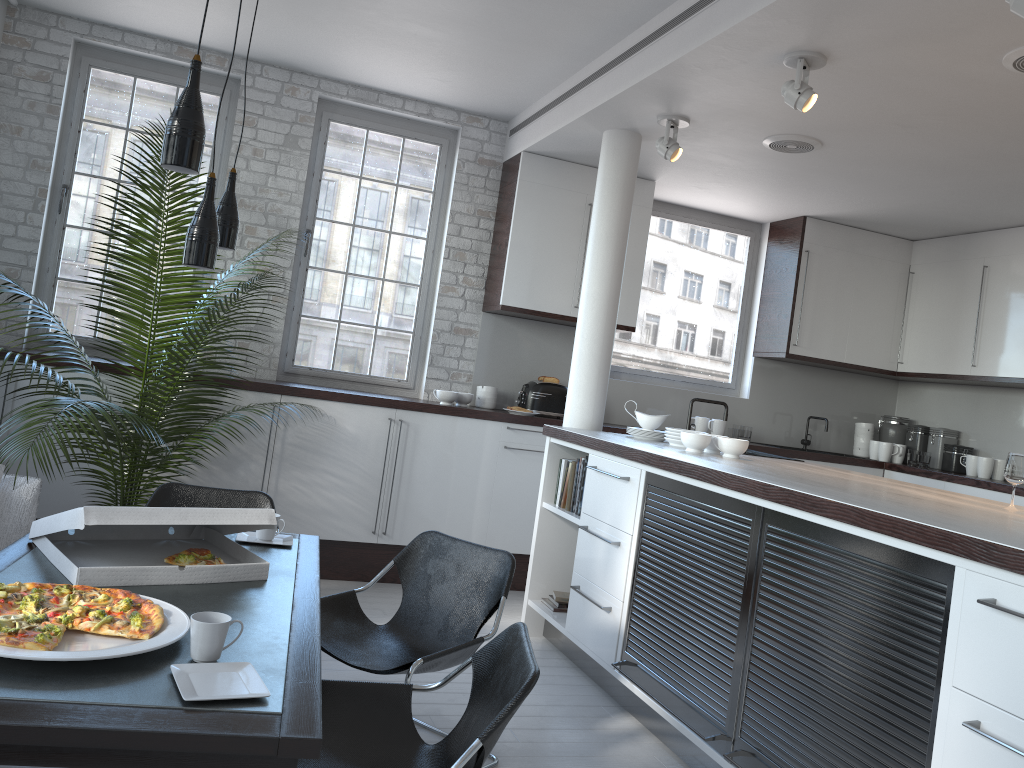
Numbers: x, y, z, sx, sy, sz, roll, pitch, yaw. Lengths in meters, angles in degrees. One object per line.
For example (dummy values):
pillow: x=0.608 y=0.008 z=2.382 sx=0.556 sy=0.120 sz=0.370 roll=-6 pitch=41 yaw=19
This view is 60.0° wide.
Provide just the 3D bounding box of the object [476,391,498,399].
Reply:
object: x=-0.183 y=0.084 z=6.364 sx=0.153 sy=0.062 sz=0.153 roll=8 pitch=0 yaw=10

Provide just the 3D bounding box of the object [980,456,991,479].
object: x=3.539 y=0.624 z=6.639 sx=0.138 sy=0.152 sz=0.108 roll=7 pitch=-2 yaw=43

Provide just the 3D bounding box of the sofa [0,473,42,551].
sofa: x=-2.105 y=0.747 z=2.252 sx=0.919 sy=0.771 sz=2.658 roll=8 pitch=0 yaw=-12

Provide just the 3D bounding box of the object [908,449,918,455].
object: x=3.135 y=0.565 z=6.907 sx=0.094 sy=0.098 sz=0.094 roll=8 pitch=-1 yaw=-2

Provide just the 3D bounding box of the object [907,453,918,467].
object: x=3.128 y=0.594 z=6.904 sx=0.094 sy=0.098 sz=0.094 roll=8 pitch=-1 yaw=-2

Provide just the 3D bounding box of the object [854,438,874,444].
object: x=2.932 y=0.485 z=7.391 sx=0.154 sy=0.075 sz=0.152 roll=8 pitch=0 yaw=38

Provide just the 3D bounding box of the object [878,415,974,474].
object: x=3.325 y=0.478 z=7.139 sx=0.243 sy=0.374 sz=0.876 roll=9 pitch=0 yaw=-23

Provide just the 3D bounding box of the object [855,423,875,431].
object: x=2.943 y=0.358 z=7.395 sx=0.153 sy=0.070 sz=0.152 roll=8 pitch=0 yaw=28

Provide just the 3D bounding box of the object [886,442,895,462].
object: x=3.074 y=0.555 z=7.230 sx=0.109 sy=0.152 sz=0.138 roll=7 pitch=-1 yaw=35

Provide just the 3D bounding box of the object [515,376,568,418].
object: x=0.236 y=0.089 z=6.404 sx=0.413 sy=0.291 sz=0.279 roll=8 pitch=-1 yaw=-19

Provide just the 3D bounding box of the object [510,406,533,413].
object: x=0.059 y=0.183 z=6.112 sx=0.139 sy=0.044 sz=0.136 roll=8 pitch=0 yaw=33

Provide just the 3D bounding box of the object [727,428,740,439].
object: x=1.700 y=0.393 z=6.813 sx=0.093 sy=0.098 sz=0.094 roll=9 pitch=-1 yaw=-36

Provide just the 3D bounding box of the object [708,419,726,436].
object: x=1.521 y=0.340 z=6.568 sx=0.109 sy=0.152 sz=0.138 roll=7 pitch=-1 yaw=32

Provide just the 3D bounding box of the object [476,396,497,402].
object: x=-0.186 y=0.114 z=6.364 sx=0.153 sy=0.074 sz=0.153 roll=8 pitch=0 yaw=-16

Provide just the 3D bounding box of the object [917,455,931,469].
object: x=3.162 y=0.599 z=6.806 sx=0.094 sy=0.098 sz=0.094 roll=8 pitch=-1 yaw=-2

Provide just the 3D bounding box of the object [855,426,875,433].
object: x=2.941 y=0.390 z=7.392 sx=0.153 sy=0.067 sz=0.152 roll=8 pitch=0 yaw=27

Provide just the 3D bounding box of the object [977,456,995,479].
object: x=3.457 y=0.613 z=6.493 sx=0.109 sy=0.152 sz=0.138 roll=8 pitch=-1 yaw=-4

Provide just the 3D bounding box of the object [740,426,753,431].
object: x=1.805 y=0.378 z=6.844 sx=0.094 sy=0.098 sz=0.094 roll=8 pitch=-1 yaw=-2

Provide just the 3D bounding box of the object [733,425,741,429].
object: x=1.771 y=0.372 z=6.943 sx=0.093 sy=0.098 sz=0.094 roll=9 pitch=-1 yaw=-36

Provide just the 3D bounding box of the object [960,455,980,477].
object: x=3.420 y=0.607 z=6.594 sx=0.138 sy=0.152 sz=0.109 roll=8 pitch=-1 yaw=3

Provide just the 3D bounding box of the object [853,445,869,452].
object: x=2.926 y=0.547 z=7.388 sx=0.153 sy=0.074 sz=0.153 roll=8 pitch=0 yaw=-16

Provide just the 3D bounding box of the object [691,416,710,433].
object: x=1.402 y=0.323 z=6.613 sx=0.138 sy=0.152 sz=0.109 roll=8 pitch=-1 yaw=-24

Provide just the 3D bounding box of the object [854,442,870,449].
object: x=2.929 y=0.517 z=7.388 sx=0.153 sy=0.062 sz=0.153 roll=8 pitch=0 yaw=10

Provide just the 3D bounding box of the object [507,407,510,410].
object: x=0.037 y=0.185 z=6.160 sx=0.136 sy=0.037 sz=0.139 roll=8 pitch=0 yaw=-20

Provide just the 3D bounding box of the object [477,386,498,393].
object: x=-0.180 y=0.051 z=6.367 sx=0.154 sy=0.075 sz=0.152 roll=8 pitch=0 yaw=38

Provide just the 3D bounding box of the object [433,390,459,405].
object: x=-0.447 y=0.094 z=6.055 sx=0.156 sy=0.093 sz=0.157 roll=8 pitch=0 yaw=-20

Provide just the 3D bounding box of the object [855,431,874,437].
object: x=2.937 y=0.420 z=7.393 sx=0.153 sy=0.076 sz=0.154 roll=8 pitch=0 yaw=2

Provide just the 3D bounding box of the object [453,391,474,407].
object: x=-0.347 y=0.108 z=6.188 sx=0.156 sy=0.093 sz=0.157 roll=8 pitch=0 yaw=-38

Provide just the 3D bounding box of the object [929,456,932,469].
object: x=3.229 y=0.608 z=6.932 sx=0.094 sy=0.098 sz=0.094 roll=8 pitch=-1 yaw=-2

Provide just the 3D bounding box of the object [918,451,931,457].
object: x=3.166 y=0.570 z=6.807 sx=0.094 sy=0.098 sz=0.094 roll=8 pitch=-1 yaw=-2

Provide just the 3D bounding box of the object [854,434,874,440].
object: x=2.935 y=0.456 z=7.394 sx=0.153 sy=0.060 sz=0.153 roll=8 pitch=0 yaw=-19

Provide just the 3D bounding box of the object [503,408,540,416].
object: x=0.064 y=0.199 z=6.110 sx=0.261 sy=0.028 sz=0.262 roll=8 pitch=0 yaw=-31

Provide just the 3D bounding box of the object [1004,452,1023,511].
object: x=1.959 y=0.381 z=3.451 sx=0.083 sy=0.223 sz=0.082 roll=7 pitch=-2 yaw=18

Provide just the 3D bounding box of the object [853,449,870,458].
object: x=2.922 y=0.583 z=7.390 sx=0.153 sy=0.055 sz=0.153 roll=8 pitch=0 yaw=24

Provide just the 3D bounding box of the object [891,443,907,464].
object: x=3.100 y=0.560 z=7.088 sx=0.108 sy=0.152 sz=0.138 roll=8 pitch=-1 yaw=-20

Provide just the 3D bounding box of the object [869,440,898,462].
object: x=2.968 y=0.541 z=7.133 sx=0.134 sy=0.152 sz=0.250 roll=8 pitch=0 yaw=-17

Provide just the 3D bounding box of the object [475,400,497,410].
object: x=-0.190 y=0.149 z=6.366 sx=0.153 sy=0.055 sz=0.153 roll=8 pitch=0 yaw=24

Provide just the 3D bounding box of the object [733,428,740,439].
object: x=1.767 y=0.402 z=6.942 sx=0.093 sy=0.098 sz=0.094 roll=9 pitch=-1 yaw=-36

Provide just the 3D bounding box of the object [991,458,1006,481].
object: x=3.593 y=0.632 z=6.516 sx=0.138 sy=0.152 sz=0.109 roll=8 pitch=-1 yaw=-11

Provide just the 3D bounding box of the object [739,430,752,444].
object: x=1.800 y=0.407 z=6.843 sx=0.094 sy=0.098 sz=0.094 roll=8 pitch=-1 yaw=-2
